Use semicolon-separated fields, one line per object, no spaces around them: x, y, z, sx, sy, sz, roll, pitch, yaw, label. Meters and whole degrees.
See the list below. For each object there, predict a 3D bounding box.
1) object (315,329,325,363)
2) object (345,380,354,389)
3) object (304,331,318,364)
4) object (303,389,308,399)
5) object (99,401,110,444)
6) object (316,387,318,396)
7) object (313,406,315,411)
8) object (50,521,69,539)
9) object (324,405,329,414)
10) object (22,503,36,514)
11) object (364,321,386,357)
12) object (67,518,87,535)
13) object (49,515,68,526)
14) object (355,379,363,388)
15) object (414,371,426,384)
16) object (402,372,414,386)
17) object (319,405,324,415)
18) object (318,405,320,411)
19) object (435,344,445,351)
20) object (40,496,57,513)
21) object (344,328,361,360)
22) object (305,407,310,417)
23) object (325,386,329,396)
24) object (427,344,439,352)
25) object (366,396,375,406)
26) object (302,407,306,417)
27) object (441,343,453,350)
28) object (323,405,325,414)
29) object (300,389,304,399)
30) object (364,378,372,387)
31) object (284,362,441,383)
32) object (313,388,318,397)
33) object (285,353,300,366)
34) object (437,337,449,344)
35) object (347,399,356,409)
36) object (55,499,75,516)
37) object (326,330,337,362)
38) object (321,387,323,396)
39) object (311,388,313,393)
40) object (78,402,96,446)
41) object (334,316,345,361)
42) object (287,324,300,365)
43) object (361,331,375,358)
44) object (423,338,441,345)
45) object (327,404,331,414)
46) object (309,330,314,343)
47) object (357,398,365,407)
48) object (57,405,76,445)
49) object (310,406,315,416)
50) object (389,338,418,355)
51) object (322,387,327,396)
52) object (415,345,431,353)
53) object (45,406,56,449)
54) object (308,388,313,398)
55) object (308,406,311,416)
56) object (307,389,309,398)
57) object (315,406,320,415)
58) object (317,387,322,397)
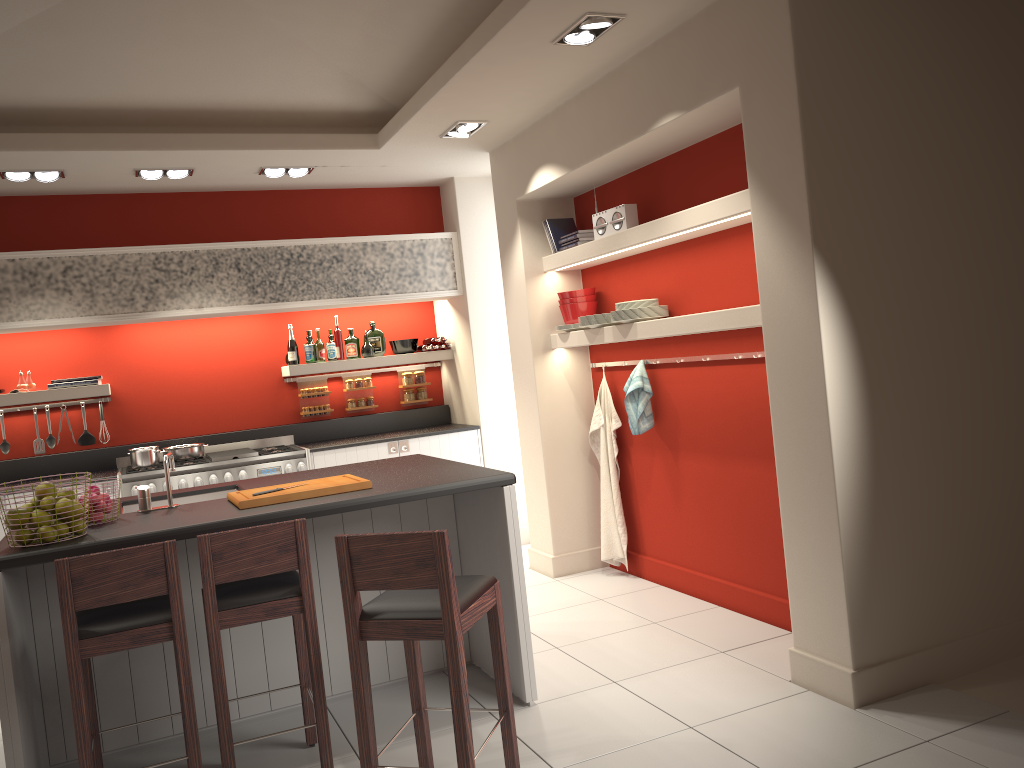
-1.572;-0.314;7.236;0.080;0.278;0.080;-7;2;-20;object
-1.358;0.007;7.424;0.068;0.088;0.068;-6;2;-3;object
-1.617;-0.296;7.100;0.094;0.264;0.094;-7;2;-34;object
-1.690;0.078;7.255;0.034;0.078;0.034;-6;2;-3;object
-3.105;0.293;6.726;0.069;0.328;0.069;-5;2;44;object
-1.613;0.068;7.330;0.034;0.078;0.034;-6;2;-3;object
-1.634;0.219;7.318;0.034;0.078;0.034;-6;2;-3;object
-1.717;0.552;3.363;0.068;0.068;0.068;-6;2;-12;object
-1.531;0.208;7.321;0.034;0.078;0.034;-6;2;-3;object
-1.825;0.480;3.347;0.057;0.061;0.062;-6;2;-9;object
-1.156;-0.375;7.438;0.186;0.303;0.057;-6;2;6;object
-1.672;0.545;3.406;0.068;0.068;0.068;-6;2;-12;object
-1.755;0.546;3.433;0.086;0.079;0.084;-5;2;22;object
-1.287;-0.002;7.455;0.068;0.088;0.068;-6;2;-3;object
-0.799;-0.053;7.662;0.093;0.120;0.094;-6;2;-3;object
-0.896;-0.041;7.619;0.093;0.120;0.094;-6;2;-3;object
-1.567;0.213;7.305;0.034;0.078;0.034;-6;2;-3;object
-1.597;0.215;7.334;0.034;0.078;0.034;-6;2;-3;object
-0.644;-0.313;7.587;0.061;0.061;0.366;-7;2;-23;object
-1.747;0.454;3.344;0.057;0.061;0.062;-6;2;-9;object
-1.325;-0.333;7.354;0.112;0.260;0.071;-6;2;6;object
-1.674;0.226;7.259;0.034;0.078;0.034;-6;2;-3;object
-1.541;0.059;7.361;0.034;0.078;0.034;-6;2;-3;object
-0.693;-0.306;7.543;0.062;0.062;0.366;-7;2;-23;object
-1.198;0.149;7.490;0.068;0.088;0.068;-6;2;-3;object
-1.705;0.228;7.288;0.034;0.078;0.034;-6;2;-3;object
-0.579;-0.320;7.594;0.061;0.061;0.366;-7;2;-23;object
-1.561;0.211;7.350;0.034;0.078;0.034;-6;2;-3;object
-1.721;0.081;7.284;0.034;0.078;0.034;-6;2;-3;object
-1.215;-0.010;7.486;0.068;0.088;0.068;-6;2;-3;object
-1.255;-0.101;7.554;1.355;0.034;0.048;-7;2;-23;object
-1.618;0.070;7.286;0.034;0.078;0.034;-6;2;-3;object
-1.800;-0.263;7.246;0.113;0.226;0.113;-6;2;18;object
-0.613;-0.370;7.579;0.062;0.062;0.366;-7;2;-23;object
-1.341;0.166;7.428;0.068;0.088;0.068;-6;2;-3;object
-1.685;0.465;3.344;0.067;0.068;0.067;-5;2;29;object
-1.487;-0.317;7.332;0.094;0.263;0.094;-5;2;33;object
-1.577;0.063;7.346;0.034;0.078;0.034;-6;2;-3;object
-1.650;0.072;7.314;0.034;0.078;0.034;-6;2;-3;object
-3.223;0.301;6.694;0.123;0.331;0.040;-7;2;-23;object
-1.436;-0.371;7.253;0.062;0.366;0.210;-7;2;-24;object
-1.751;-0.314;7.066;0.083;0.331;0.083;-5;2;38;object
-1.187;-0.329;7.275;0.113;0.226;0.113;-6;2;-12;object
-0.679;-0.363;7.575;0.062;0.062;0.366;-7;2;-23;object
-1.526;0.206;7.365;0.034;0.078;0.034;-6;2;-3;object
-1.647;-0.306;7.299;0.084;0.277;0.083;-7;2;-19;object
-1.270;0.158;7.459;0.068;0.088;0.068;-6;2;-3;object
-3.345;0.307;6.622;0.124;0.297;0.009;-7;2;-23;object
-1.638;0.221;7.274;0.034;0.078;0.034;-6;2;-3;object
-0.916;-0.314;7.550;0.251;0.121;0.251;-8;2;-41;object
-1.547;0.061;7.317;0.034;0.078;0.034;-6;2;-3;object
-0.750;-0.300;7.518;0.062;0.062;0.366;-7;2;-23;object
-3.433;0.322;6.582;0.067;0.323;0.022;-7;2;-25;object
-1.654;0.074;7.270;0.034;0.078;0.034;-6;2;-3;object
-1.670;0.224;7.303;0.034;0.078;0.034;-6;2;-3;object
-1.685;0.076;7.299;0.034;0.078;0.034;-6;2;-3;object
-1.603;0.217;7.290;0.034;0.078;0.034;-6;2;-3;object
-1.583;0.065;7.301;0.034;0.078;0.034;-6;2;-3;object
